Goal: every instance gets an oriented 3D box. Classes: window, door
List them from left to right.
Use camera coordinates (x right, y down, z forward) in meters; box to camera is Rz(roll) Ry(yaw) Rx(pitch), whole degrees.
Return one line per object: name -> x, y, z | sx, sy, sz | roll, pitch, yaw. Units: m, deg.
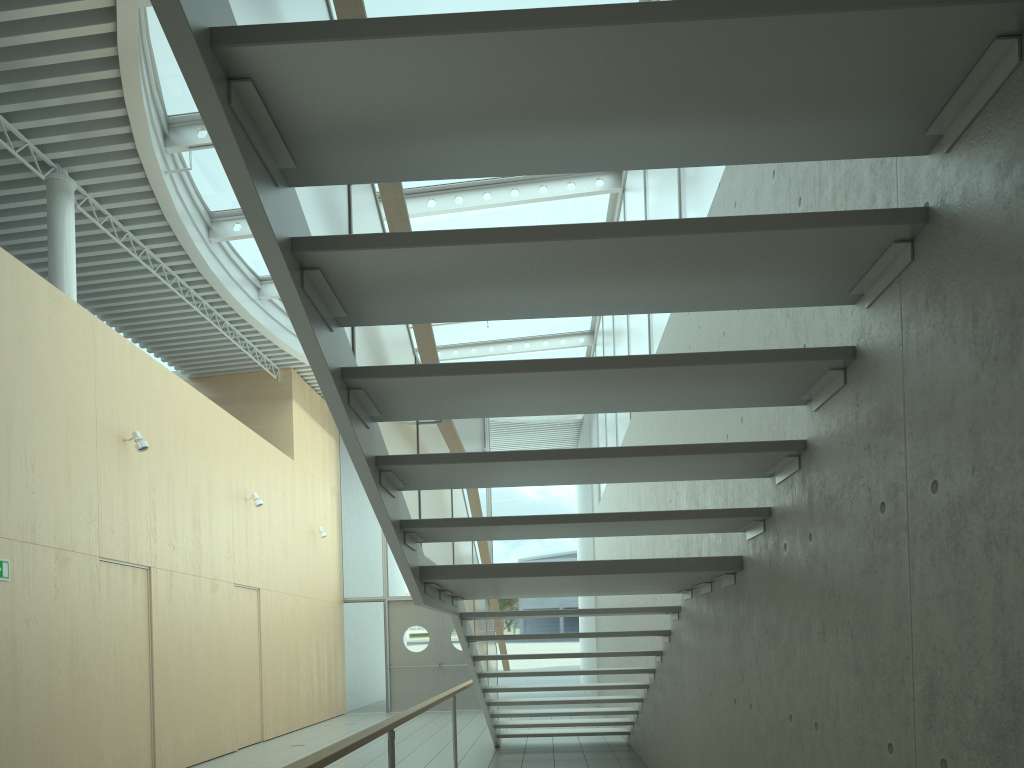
door -> -1.341, 5.069, 15.879 | 1.923, 2.089, 0.176 | -2, -1, 2
window -> -0.857, 1.078, 10.282 | 4.786, 6.131, 16.408 | -2, -15, 2
window -> -0.821, 3.032, 15.885 | 4.860, 6.232, 0.110 | -2, -1, 2
window -> 1.272, -0.560, 10.211 | 0.030, 2.681, 16.231 | -2, -17, 2

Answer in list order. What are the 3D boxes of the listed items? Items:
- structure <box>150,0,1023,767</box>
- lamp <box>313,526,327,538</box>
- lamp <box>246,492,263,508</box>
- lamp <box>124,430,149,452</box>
structure -> 0.332, 0.673, 4.356 | 1.887, 4.115, 13.076 | -2, -16, 2
lamp -> -3.159, 2.439, 13.965 | 0.232, 0.194, 0.144 | 2, -7, -17
lamp -> -3.286, 1.474, 10.820 | 0.232, 0.194, 0.144 | 2, -7, -17
lamp -> -3.412, 0.515, 7.696 | 0.232, 0.194, 0.144 | 2, -7, -17
